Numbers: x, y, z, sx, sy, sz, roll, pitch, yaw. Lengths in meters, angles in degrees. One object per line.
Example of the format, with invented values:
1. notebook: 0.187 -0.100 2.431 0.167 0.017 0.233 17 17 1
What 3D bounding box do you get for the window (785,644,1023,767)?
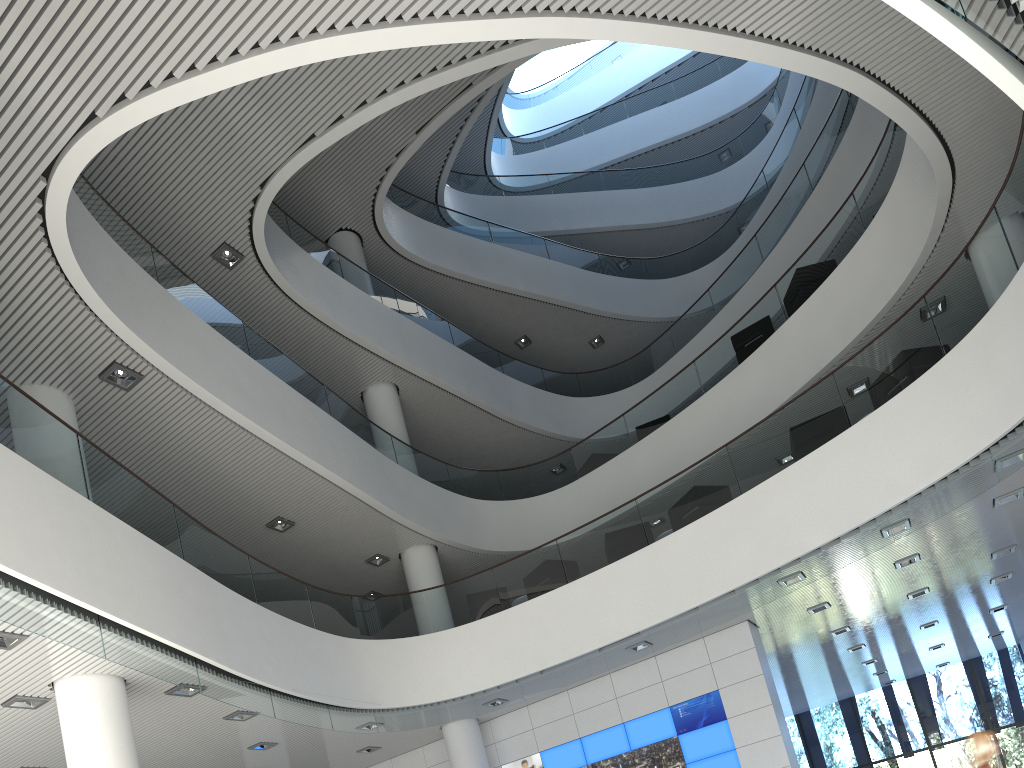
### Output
1. window: 8.599 5.897 13.648 19.839 2.650 0.078 -32 -16 27
